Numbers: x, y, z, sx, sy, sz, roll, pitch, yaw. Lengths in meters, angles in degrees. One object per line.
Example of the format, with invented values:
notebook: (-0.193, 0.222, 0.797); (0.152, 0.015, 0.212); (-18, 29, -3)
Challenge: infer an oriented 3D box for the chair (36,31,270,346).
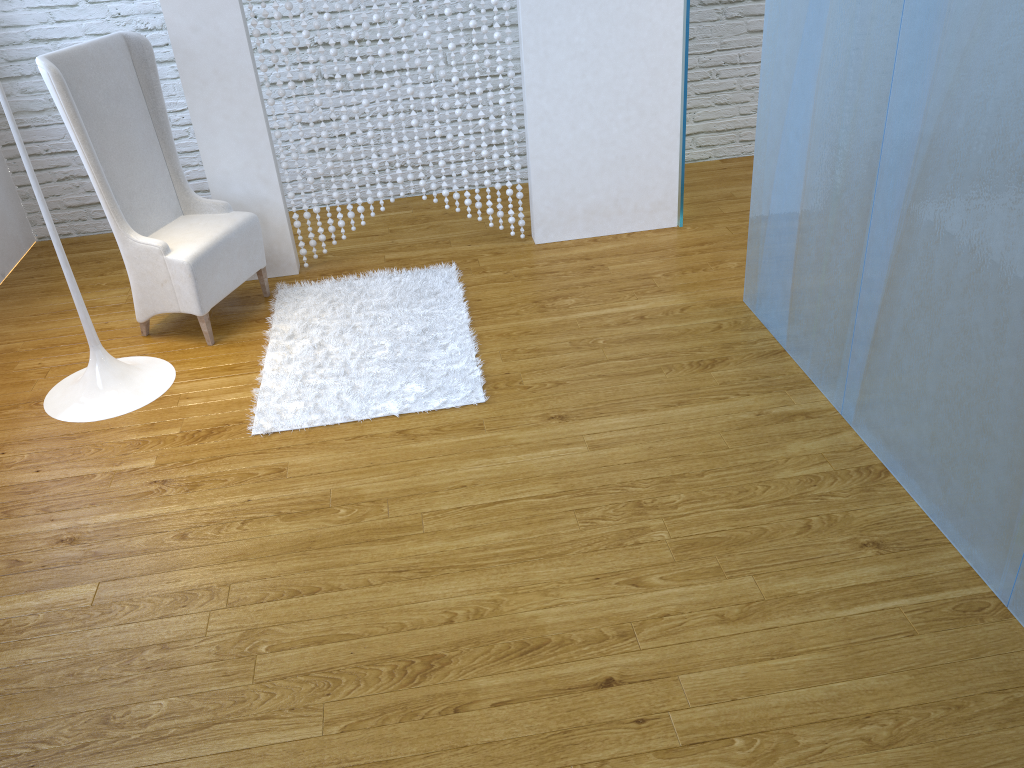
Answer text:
chair: (-1.178, -0.663, 3.044); (0.378, 0.975, 0.466); (6, 34, 16)

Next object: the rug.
rug: (-0.496, -0.175, 3.040); (0.756, 0.048, 1.080); (-8, 32, -5)

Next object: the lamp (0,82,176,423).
lamp: (-1.364, -0.608, 2.506); (0.413, 1.471, 0.407); (2, 33, 11)

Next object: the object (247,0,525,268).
object: (-0.469, -1.402, 3.099); (0.922, 2.045, 0.050); (-8, 32, -5)
